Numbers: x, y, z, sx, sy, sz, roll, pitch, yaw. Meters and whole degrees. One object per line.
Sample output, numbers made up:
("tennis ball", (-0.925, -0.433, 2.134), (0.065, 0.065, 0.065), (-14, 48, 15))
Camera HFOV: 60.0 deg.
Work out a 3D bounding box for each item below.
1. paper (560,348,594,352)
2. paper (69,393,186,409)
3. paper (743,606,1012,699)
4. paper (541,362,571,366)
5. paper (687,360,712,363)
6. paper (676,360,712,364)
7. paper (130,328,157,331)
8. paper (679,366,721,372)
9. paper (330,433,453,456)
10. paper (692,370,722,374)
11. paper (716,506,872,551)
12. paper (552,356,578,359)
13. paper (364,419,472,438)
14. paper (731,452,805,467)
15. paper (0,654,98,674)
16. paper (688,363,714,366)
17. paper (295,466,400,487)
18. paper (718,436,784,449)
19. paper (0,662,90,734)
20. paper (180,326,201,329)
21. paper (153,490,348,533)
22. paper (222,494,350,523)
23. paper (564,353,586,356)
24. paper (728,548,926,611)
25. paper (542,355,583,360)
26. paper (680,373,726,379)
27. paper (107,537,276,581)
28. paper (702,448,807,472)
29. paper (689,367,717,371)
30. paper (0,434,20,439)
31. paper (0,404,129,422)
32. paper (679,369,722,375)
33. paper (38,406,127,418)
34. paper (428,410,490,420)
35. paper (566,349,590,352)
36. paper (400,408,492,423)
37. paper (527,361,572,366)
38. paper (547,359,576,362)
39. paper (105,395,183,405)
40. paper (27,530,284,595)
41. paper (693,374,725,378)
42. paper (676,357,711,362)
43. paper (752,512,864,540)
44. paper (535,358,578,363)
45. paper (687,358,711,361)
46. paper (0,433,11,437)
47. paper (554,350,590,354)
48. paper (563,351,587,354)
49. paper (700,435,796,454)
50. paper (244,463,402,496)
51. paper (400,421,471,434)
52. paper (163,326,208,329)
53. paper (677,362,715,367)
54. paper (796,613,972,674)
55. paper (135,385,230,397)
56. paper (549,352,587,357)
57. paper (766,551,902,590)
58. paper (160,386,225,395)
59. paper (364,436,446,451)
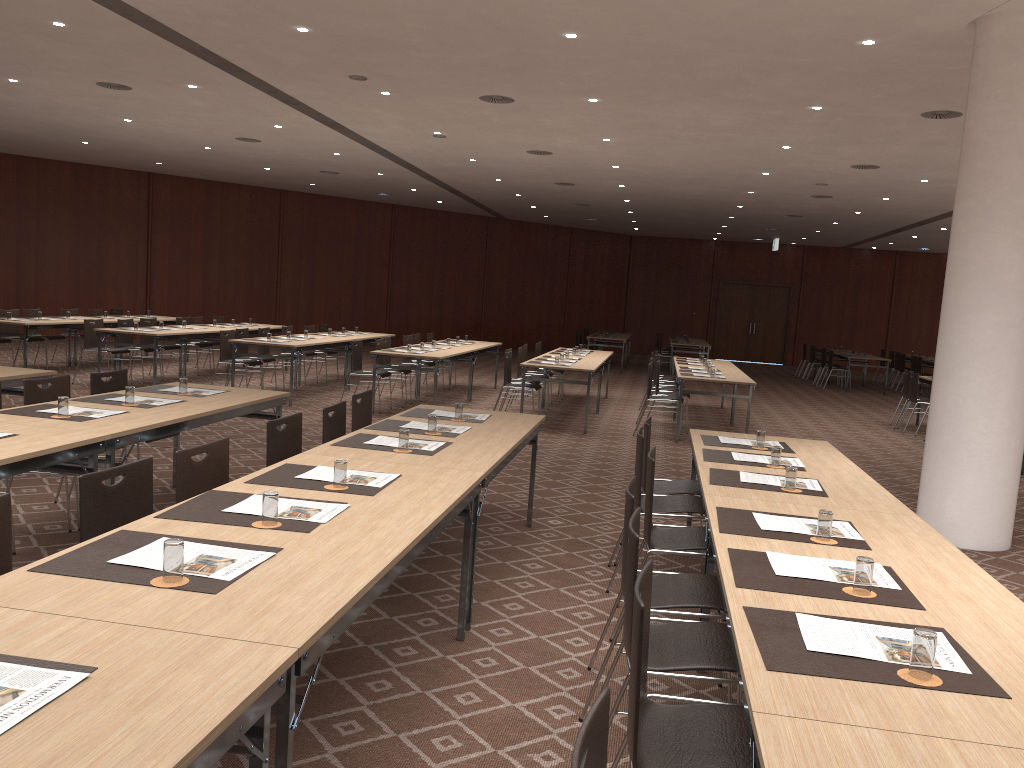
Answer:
("paper", (1.118, -0.578, 15.248), (0.565, 0.003, 0.460), (5, 6, 10))
("paper", (-2.520, 0.109, 5.846), (0.565, 0.003, 0.460), (5, 6, 11))
("paper", (0.930, 0.700, 2.354), (0.565, 0.003, 0.460), (5, 6, 7))
("paper", (0.589, -0.273, 11.800), (0.398, 0.006, 0.283), (5, 6, 9))
("paper", (3.036, -0.360, 14.375), (0.398, 0.006, 0.283), (5, 6, 11))
("paper", (2.936, -0.357, 14.315), (0.565, 0.003, 0.460), (5, 6, 6))
("paper", (-5.339, -0.781, 12.733), (0.398, 0.006, 0.283), (5, 6, 12))
("paper", (2.691, -0.215, 12.720), (0.565, 0.003, 0.460), (5, 6, 6))
("paper", (-0.655, 0.332, 4.920), (0.565, 0.003, 0.460), (5, 6, 10))
("paper", (2.662, -0.161, 12.123), (0.398, 0.006, 0.283), (5, 6, 11))
("paper", (1.132, 0.586, 3.635), (0.565, 0.003, 0.460), (5, 6, 11))
("paper", (0.780, -0.390, 13.102), (0.398, 0.006, 0.283), (5, 6, 7))
("paper", (-0.579, 0.275, 5.544), (0.565, 0.003, 0.460), (5, 6, 10))
("paper", (1.511, 0.446, 5.251), (0.398, 0.006, 0.283), (5, 6, 10))
("paper", (-1.210, 0.612, 1.735), (0.565, 0.003, 0.460), (5, 6, 8))
("paper", (2.926, -0.301, 13.708), (0.398, 0.006, 0.283), (5, 6, 11))
("paper", (-0.736, 0.415, 3.997), (0.398, 0.006, 0.283), (5, 6, 10))
("paper", (1.584, 0.387, 5.897), (0.398, 0.006, 0.283), (5, 6, 8))
("paper", (-1.112, 0.611, 1.772), (0.398, 0.006, 0.283), (5, 6, 9))
("paper", (-5.108, -0.893, 14.019), (0.398, 0.006, 0.283), (5, 6, 8))
("paper", (-0.957, 0.471, 3.321), (0.565, 0.003, 0.460), (5, 6, 6))
("paper", (-0.850, 0.470, 3.364), (0.398, 0.006, 0.283), (5, 6, 8))
("paper", (0.968, -0.471, 14.036), (0.398, 0.006, 0.283), (5, 6, 8))
("paper", (1.024, 0.644, 2.970), (0.565, 0.003, 0.460), (5, 6, 10))
("paper", (0.736, -0.385, 13.061), (0.565, 0.003, 0.460), (5, 6, 10))
("paper", (2.467, -0.106, 11.476), (0.565, 0.003, 0.460), (5, 6, 9))
("paper", (-0.967, 0.528, 2.700), (0.398, 0.006, 0.283), (5, 6, 12))
("paper", (1.416, 0.445, 5.237), (0.565, 0.003, 0.460), (5, 6, 11))
("paper", (2.749, -0.221, 12.781), (0.398, 0.006, 0.283), (5, 6, 8))
("paper", (-2.776, 0.251, 4.251), (0.565, 0.003, 0.460), (5, 6, 8))
("paper", (-2.633, 0.166, 5.201), (0.565, 0.003, 0.460), (5, 6, 10))
("paper", (2.571, -0.162, 12.112), (0.565, 0.003, 0.460), (5, 6, 11))
("paper", (-2.548, 0.162, 5.255), (0.398, 0.006, 0.283), (5, 6, 9))
("paper", (-0.368, 0.217, 6.233), (0.398, 0.006, 0.283), (5, 6, 6))
("paper", (1.148, -0.585, 15.303), (0.398, 0.006, 0.283), (5, 6, 8))
("paper", (-0.451, 0.219, 6.194), (0.565, 0.003, 0.460), (5, 6, 8))
("paper", (0.501, -0.271, 11.756), (0.565, 0.003, 0.460), (5, 6, 9))
("paper", (0.692, -0.331, 12.443), (0.398, 0.006, 0.283), (5, 6, 9))
("paper", (-2.444, 0.106, 5.889), (0.398, 0.006, 0.283), (5, 6, 11))
("paper", (-1.052, 0.529, 2.681), (0.565, 0.003, 0.460), (5, 6, 8))
("paper", (2.557, -0.106, 11.498), (0.398, 0.006, 0.283), (5, 6, 8))
("paper", (3.059, -0.413, 14.960), (0.565, 0.003, 0.460), (5, 6, 9))
("paper", (1.213, 0.585, 3.659), (0.398, 0.006, 0.283), (5, 6, 7))
("paper", (0.618, -0.327, 12.395), (0.565, 0.003, 0.460), (5, 6, 9))
("paper", (3.155, -0.411, 14.970), (0.398, 0.006, 0.283), (5, 6, 10))
("paper", (-2.708, 0.244, 4.326), (0.398, 0.006, 0.283), (5, 6, 11))
("paper", (1.004, -0.525, 14.644), (0.565, 0.003, 0.460), (5, 6, 9))
("paper", (1.061, -0.526, 14.653), (0.398, 0.006, 0.283), (5, 6, 13))
("paper", (1.540, 0.393, 5.840), (0.565, 0.003, 0.460), (5, 6, 8))
("paper", (-0.821, 0.420, 3.930), (0.565, 0.003, 0.460), (5, 6, 8))
("paper", (-0.479, 0.272, 5.603), (0.398, 0.006, 0.283), (5, 6, 10))
("paper", (-5.166, -0.890, 13.981), (0.565, 0.003, 0.460), (5, 6, 12))
("paper", (2.834, -0.299, 13.666), (0.565, 0.003, 0.460), (5, 6, 9))
("paper", (0.988, 0.695, 2.398), (0.398, 0.006, 0.283), (5, 6, 11))
("paper", (-2.431, 0.049, 6.508), (0.565, 0.003, 0.460), (5, 6, 8))
("paper", (0.887, -0.469, 14.000), (0.565, 0.003, 0.460), (5, 6, 10))
("paper", (1.094, 0.637, 3.050), (0.398, 0.006, 0.283), (5, 6, 9))
("paper", (-2.351, 0.049, 6.523), (0.398, 0.006, 0.283), (5, 6, 9))
("paper", (-0.596, 0.329, 4.952), (0.398, 0.006, 0.283), (5, 6, 10))
